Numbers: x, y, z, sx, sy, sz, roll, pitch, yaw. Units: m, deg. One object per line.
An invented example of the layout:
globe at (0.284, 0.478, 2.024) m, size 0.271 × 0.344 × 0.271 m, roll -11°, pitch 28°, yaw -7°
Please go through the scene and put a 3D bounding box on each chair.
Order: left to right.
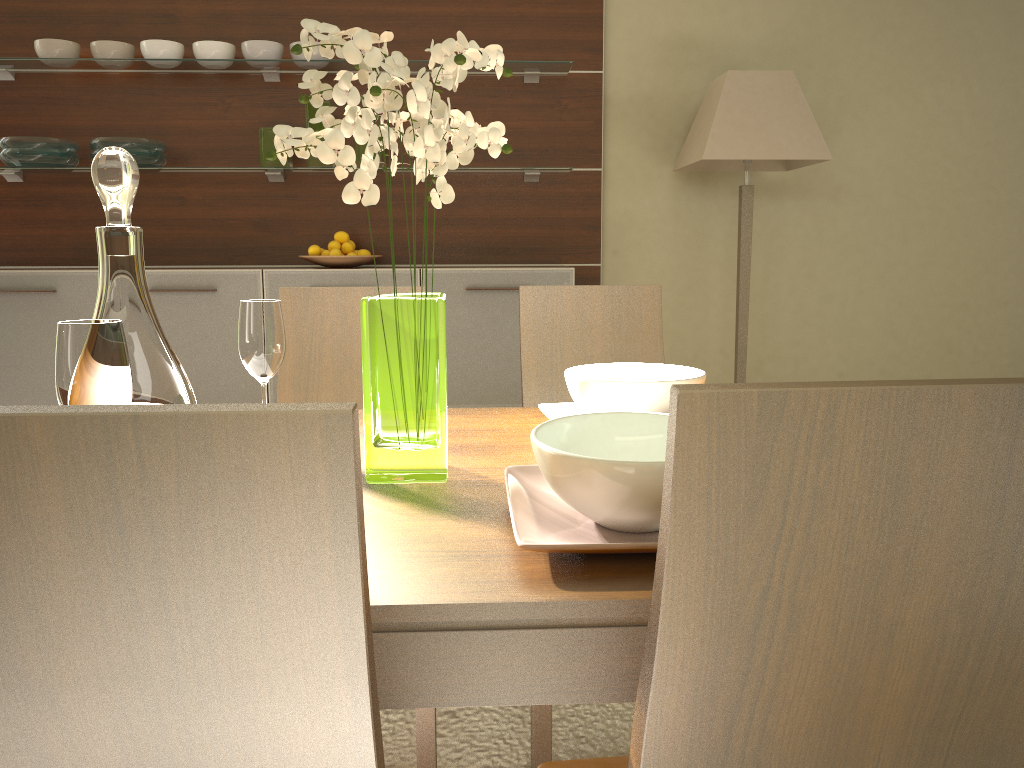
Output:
chair at (-0.269, 0.480, 0.793) m, size 0.404 × 1.017 × 0.507 m, roll -1°, pitch 8°, yaw -2°
chair at (-0.371, 0.302, 1.988) m, size 0.404 × 1.017 × 0.507 m, roll -1°, pitch 8°, yaw -3°
chair at (0.219, 0.294, 2.028) m, size 0.404 × 1.017 × 0.507 m, roll -1°, pitch 9°, yaw -5°
chair at (0.251, 0.465, 0.878) m, size 0.404 × 1.017 × 0.507 m, roll -1°, pitch 9°, yaw -6°

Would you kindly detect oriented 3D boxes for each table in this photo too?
table at (-0.035, 0.512, 1.343) m, size 1.411 × 0.790 × 1.000 m, roll -1°, pitch 8°, yaw -3°

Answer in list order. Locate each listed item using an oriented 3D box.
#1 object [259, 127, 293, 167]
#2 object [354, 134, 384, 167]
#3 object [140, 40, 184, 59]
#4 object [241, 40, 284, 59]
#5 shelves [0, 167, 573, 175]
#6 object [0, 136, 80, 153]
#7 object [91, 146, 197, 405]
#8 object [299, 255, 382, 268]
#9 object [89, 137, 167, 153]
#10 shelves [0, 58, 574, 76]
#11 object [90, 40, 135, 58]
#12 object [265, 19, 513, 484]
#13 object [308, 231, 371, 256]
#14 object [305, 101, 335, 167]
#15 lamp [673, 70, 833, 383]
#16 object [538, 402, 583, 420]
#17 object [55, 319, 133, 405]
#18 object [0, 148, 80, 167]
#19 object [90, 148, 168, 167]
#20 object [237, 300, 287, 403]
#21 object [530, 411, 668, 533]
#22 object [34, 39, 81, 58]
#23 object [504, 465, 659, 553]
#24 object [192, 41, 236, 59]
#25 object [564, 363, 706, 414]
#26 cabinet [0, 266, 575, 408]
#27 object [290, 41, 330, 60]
object at (-0.954, -0.952, 3.593) m, size 0.112 × 0.160 × 0.111 m, roll -1°, pitch 8°, yaw -3°
object at (-0.583, -0.957, 3.622) m, size 0.111 × 0.160 × 0.112 m, roll -1°, pitch 8°, yaw -3°
object at (-1.388, -1.310, 3.524) m, size 0.163 × 0.077 × 0.163 m, roll -8°, pitch 12°, yaw -43°
object at (-0.994, -1.314, 3.540) m, size 0.163 × 0.077 × 0.163 m, roll -8°, pitch 12°, yaw -43°
shelves at (-0.991, -0.871, 3.626) m, size 2.463 × 0.008 × 0.255 m, roll -1°, pitch 8°, yaw -3°
object at (-1.886, -0.936, 3.540) m, size 0.288 × 0.068 × 0.288 m, roll -8°, pitch 12°, yaw -43°
object at (-0.463, -0.066, 1.064) m, size 0.156 × 0.426 × 0.156 m, roll 6°, pitch 11°, yaw 38°
object at (-0.701, -0.501, 3.639) m, size 0.337 × 0.053 × 0.337 m, roll 4°, pitch 10°, yaw 28°
object at (-1.538, -0.940, 3.561) m, size 0.288 × 0.068 × 0.288 m, roll -8°, pitch 12°, yaw -43°
shelves at (-0.992, -1.275, 3.566) m, size 2.463 × 0.008 × 0.255 m, roll -1°, pitch 8°, yaw -3°
object at (-1.589, -1.311, 3.536) m, size 0.163 × 0.077 × 0.163 m, roll -8°, pitch 12°, yaw -43°
object at (-0.149, -0.173, 1.207) m, size 0.302 × 0.608 × 0.304 m, roll 0°, pitch 8°, yaw 0°
object at (-0.718, -0.554, 3.624) m, size 0.259 × 0.139 × 0.230 m, roll -6°, pitch 10°, yaw -33°
object at (-0.774, -1.003, 3.585) m, size 0.099 × 0.259 × 0.099 m, roll -1°, pitch 8°, yaw -3°
lamp at (0.952, -0.340, 3.658) m, size 0.499 × 1.782 × 0.499 m, roll -1°, pitch 8°, yaw -3°
object at (0.204, 0.068, 1.486) m, size 0.283 × 0.033 × 0.283 m, roll -2°, pitch 9°, yaw -9°
object at (-0.447, 0.048, 0.958) m, size 0.075 × 0.232 × 0.075 m, roll -8°, pitch 12°, yaw -43°
object at (-1.885, -0.894, 3.546) m, size 0.288 × 0.068 × 0.288 m, roll -8°, pitch 12°, yaw -43°
object at (-1.538, -0.898, 3.567) m, size 0.288 × 0.068 × 0.288 m, roll -8°, pitch 12°, yaw -43°
object at (-0.397, -0.017, 1.417) m, size 0.075 × 0.232 × 0.075 m, roll -8°, pitch 12°, yaw -43°
object at (0.137, 0.103, 0.992) m, size 0.233 × 0.107 × 0.232 m, roll 1°, pitch 9°, yaw 8°
object at (-1.793, -1.305, 3.504) m, size 0.163 × 0.077 × 0.163 m, roll -8°, pitch 12°, yaw -43°
object at (0.137, 0.142, 1.000) m, size 0.283 × 0.041 × 0.283 m, roll -1°, pitch 8°, yaw -3°
object at (-1.189, -1.314, 3.546) m, size 0.163 × 0.077 × 0.163 m, roll 6°, pitch 11°, yaw 38°
object at (0.204, 0.028, 1.480) m, size 0.233 × 0.101 × 0.233 m, roll -2°, pitch 9°, yaw -14°
cabinet at (-0.985, -0.192, 3.669) m, size 2.463 × 0.570 × 0.372 m, roll -1°, pitch 8°, yaw -3°
object at (-0.807, -1.317, 3.559) m, size 0.163 × 0.077 × 0.163 m, roll -8°, pitch 12°, yaw -43°
